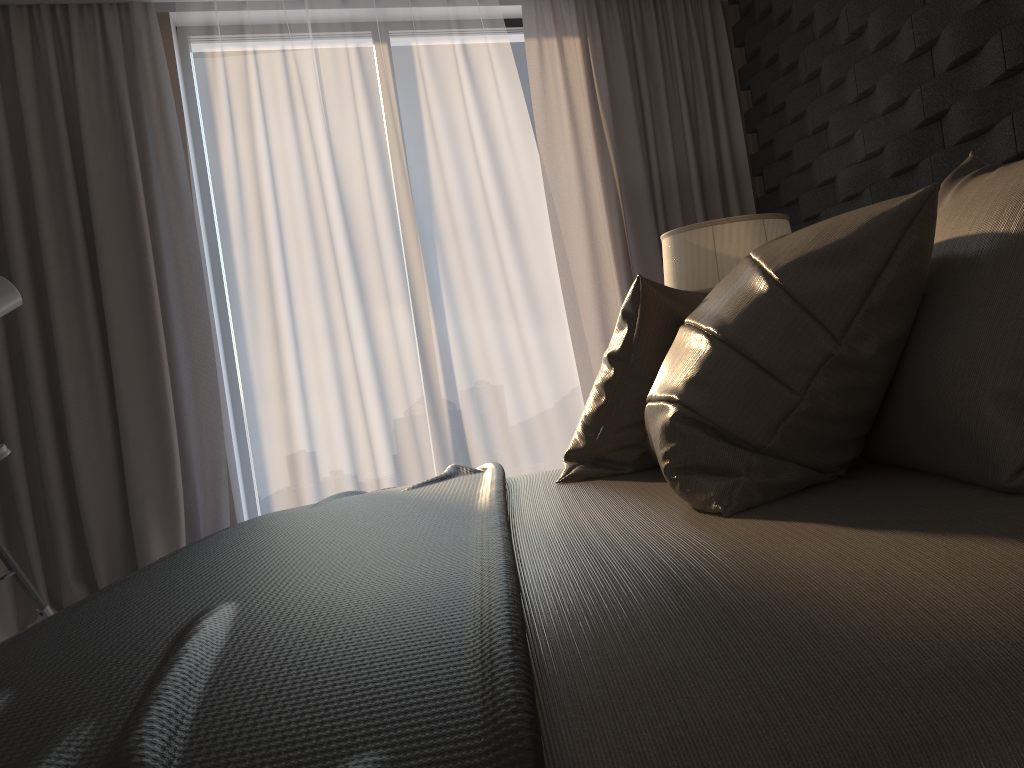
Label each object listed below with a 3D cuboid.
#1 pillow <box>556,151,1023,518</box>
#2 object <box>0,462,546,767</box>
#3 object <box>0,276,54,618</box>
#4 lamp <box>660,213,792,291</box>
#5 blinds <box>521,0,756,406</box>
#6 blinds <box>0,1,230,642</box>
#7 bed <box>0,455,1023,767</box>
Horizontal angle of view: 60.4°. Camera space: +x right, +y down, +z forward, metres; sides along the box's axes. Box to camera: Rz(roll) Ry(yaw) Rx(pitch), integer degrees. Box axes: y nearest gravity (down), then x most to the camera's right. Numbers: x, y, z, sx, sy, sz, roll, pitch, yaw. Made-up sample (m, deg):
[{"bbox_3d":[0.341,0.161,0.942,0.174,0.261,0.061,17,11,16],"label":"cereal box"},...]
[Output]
[{"bbox_3d":[0.496,-0.113,1.543,0.907,0.518,1.249,-8,1,-1],"label":"pillow"},{"bbox_3d":[-0.292,0.382,1.406,0.625,0.322,2.031,-8,1,-2],"label":"object"},{"bbox_3d":[-1.780,0.366,2.642,0.633,1.406,0.581,-8,1,-12],"label":"object"},{"bbox_3d":[0.759,-0.215,2.966,0.445,0.631,0.486,-8,1,29],"label":"lamp"},{"bbox_3d":[0.700,-0.620,3.955,1.030,2.641,0.330,-8,1,-15],"label":"blinds"},{"bbox_3d":[-1.705,-0.268,3.234,1.080,2.642,0.348,-8,1,-14],"label":"blinds"},{"bbox_3d":[0.186,0.494,1.464,2.319,0.624,2.267,-8,1,-4],"label":"bed"}]
